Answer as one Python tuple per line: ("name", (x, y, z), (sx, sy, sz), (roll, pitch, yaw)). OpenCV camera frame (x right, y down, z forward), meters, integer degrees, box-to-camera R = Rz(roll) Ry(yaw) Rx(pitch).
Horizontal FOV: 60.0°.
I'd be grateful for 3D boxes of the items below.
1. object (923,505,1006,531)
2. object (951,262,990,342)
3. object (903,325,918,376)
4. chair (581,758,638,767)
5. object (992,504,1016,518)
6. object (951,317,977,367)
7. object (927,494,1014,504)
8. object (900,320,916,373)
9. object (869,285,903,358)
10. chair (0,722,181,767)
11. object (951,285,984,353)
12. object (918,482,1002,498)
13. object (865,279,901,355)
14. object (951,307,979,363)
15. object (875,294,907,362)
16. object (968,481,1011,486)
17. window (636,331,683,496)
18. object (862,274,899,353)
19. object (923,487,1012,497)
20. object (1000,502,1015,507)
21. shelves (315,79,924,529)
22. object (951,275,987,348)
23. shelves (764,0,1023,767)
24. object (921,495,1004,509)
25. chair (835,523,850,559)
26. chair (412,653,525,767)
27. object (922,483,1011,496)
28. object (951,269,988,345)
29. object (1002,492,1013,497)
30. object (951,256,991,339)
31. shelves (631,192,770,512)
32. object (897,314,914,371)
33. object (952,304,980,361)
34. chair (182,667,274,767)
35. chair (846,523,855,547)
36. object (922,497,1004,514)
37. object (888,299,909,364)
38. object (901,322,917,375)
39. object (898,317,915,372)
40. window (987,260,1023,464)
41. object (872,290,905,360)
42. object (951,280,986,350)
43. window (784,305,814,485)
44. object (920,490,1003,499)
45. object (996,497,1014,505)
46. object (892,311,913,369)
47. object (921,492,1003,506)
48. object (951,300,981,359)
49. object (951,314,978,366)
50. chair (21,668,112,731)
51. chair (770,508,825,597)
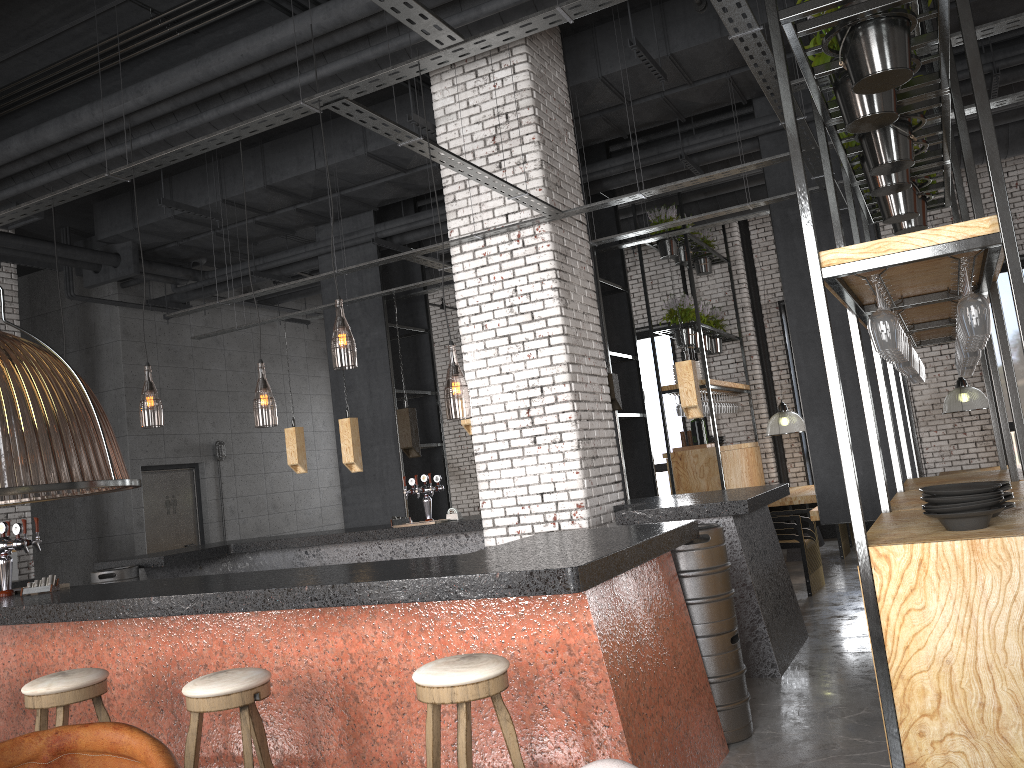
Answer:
("object", (1.550, 0.462, 3.032), (0.257, 0.067, 0.257), (-9, -6, 18))
("object", (1.613, -0.287, 3.119), (0.101, 0.268, 0.100), (-6, -7, -11))
("object", (2.152, -0.183, 4.837), (0.100, 0.268, 0.101), (-13, -9, 40))
("chair", (-0.083, 1.187, 1.528), (0.802, 0.852, 0.768), (-5, -7, -15))
("object", (1.725, 0.487, 3.337), (0.306, 0.035, 0.305), (-4, -6, -26))
("object", (2.406, -0.226, 4.714), (0.100, 0.268, 0.101), (-13, -9, 40))
("object", (1.720, 0.453, 3.340), (0.305, 0.046, 0.305), (-5, -6, -16))
("object", (2.021, -0.193, 4.574), (0.100, 0.268, 0.101), (-13, -9, 40))
("object", (1.424, -0.238, 3.374), (0.101, 0.268, 0.100), (-6, -7, -11))
("chair", (-1.045, 1.327, 2.069), (0.681, 0.931, 0.642), (-4, -7, -27))
("object", (1.875, -0.267, 3.646), (0.101, 0.268, 0.100), (-3, -8, -33))
("object", (1.541, 0.385, 3.043), (0.257, 0.076, 0.256), (-4, -6, -27))
("object", (1.359, -0.243, 3.242), (0.101, 0.268, 0.100), (-6, -7, -11))
("object", (2.209, -0.242, 4.318), (0.100, 0.268, 0.101), (-13, -9, 40))
("object", (1.555, -0.228, 3.638), (0.101, 0.268, 0.100), (-6, -7, -11))
("object", (1.713, 0.398, 3.349), (0.305, 0.039, 0.305), (-8, -6, 9))
("window", (2.267, 0.499, 13.438), (0.747, 2.705, 0.364), (-10, -8, 26))
("object", (1.297, -0.248, 3.119), (0.101, 0.268, 0.100), (-6, -7, -11))
("object", (1.717, 0.424, 3.345), (0.305, 0.037, 0.305), (-10, -6, 27))
("object", (1.724, 0.476, 3.337), (0.305, 0.041, 0.306), (-12, -8, 43))
("shelves", (0.755, -0.566, 9.428), (6.138, 4.377, 1.002), (-10, -7, 26))
("object", (1.744, -0.277, 3.382), (0.101, 0.268, 0.100), (-6, -7, -11))
("shelves", (2.055, -0.901, 4.553), (0.689, 5.031, 3.656), (-10, -7, 26))
("object", (1.545, 0.432, 3.036), (0.257, 0.075, 0.256), (-2, -7, -38))
("chair", (4.101, 1.589, 10.218), (0.637, 0.732, 0.656), (-10, -7, 26))
("chair", (-0.082, 1.346, 3.041), (0.439, 0.807, 0.479), (-5, -7, -15))
("object", (1.714, 0.412, 3.346), (0.305, 0.049, 0.305), (-2, -7, -39))
("object", (1.678, -0.282, 3.250), (0.101, 0.268, 0.100), (-6, -7, -11))
("object", (1.719, 0.438, 3.343), (0.306, 0.042, 0.305), (-5, -6, -17))
("object", (1.551, -0.292, 2.995), (0.101, 0.268, 0.100), (-6, -7, -11))
("shelves", (2.444, -0.261, 11.437), (0.689, 5.031, 2.330), (-10, -7, 26))
("object", (1.890, -0.203, 4.310), (0.100, 0.268, 0.101), (-13, -9, 40))
("object", (2.144, -0.247, 4.186), (0.100, 0.268, 0.101), (-13, -9, 40))
("chair", (-1.135, 1.552, 3.502), (0.439, 0.807, 0.479), (-8, -7, 5))
("chair", (4.546, 1.627, 11.157), (0.637, 0.732, 0.656), (-10, -7, 24))
("object", (1.546, 0.439, 3.035), (0.256, 0.076, 0.257), (-10, -6, 26))
("object", (1.621, -0.223, 3.769), (0.101, 0.268, 0.100), (-3, -8, -33))
("object", (2.086, -0.188, 4.705), (0.100, 0.268, 0.101), (-13, -9, 40))
("object", (1.955, -0.198, 4.442), (0.100, 0.268, 0.101), (-13, -9, 40))
("window", (6.526, -0.237, 11.365), (0.747, 2.705, 0.364), (-10, -8, 26))
("object", (1.490, -0.233, 3.506), (0.101, 0.268, 0.100), (-6, -7, -11))
("object", (1.809, -0.272, 3.514), (0.101, 0.268, 0.100), (-6, -7, -11))
("window", (4.378, 0.134, 12.410), (0.747, 2.705, 0.364), (-10, -8, 26))
("object", (1.543, 0.410, 3.039), (0.256, 0.072, 0.257), (-10, -6, 25))
("object", (1.722, 0.461, 3.339), (0.305, 0.044, 0.305), (-10, -6, 26))
("object", (1.828, -0.207, 4.186), (0.100, 0.268, 0.101), (-13, -9, 40))
("object", (1.544, 0.414, 3.038), (0.257, 0.072, 0.256), (-7, -6, -2))
("object", (2.082, -0.251, 4.063), (0.100, 0.268, 0.101), (-13, -9, 40))
("object", (2.340, -0.231, 4.582), (0.100, 0.268, 0.101), (-13, -9, 40))
("chair", (-1.898, 1.641, 3.743), (0.480, 0.807, 0.438), (-7, -7, 0))
("chair", (2.521, 1.602, 8.393), (0.637, 0.732, 0.656), (-10, -7, 28))
